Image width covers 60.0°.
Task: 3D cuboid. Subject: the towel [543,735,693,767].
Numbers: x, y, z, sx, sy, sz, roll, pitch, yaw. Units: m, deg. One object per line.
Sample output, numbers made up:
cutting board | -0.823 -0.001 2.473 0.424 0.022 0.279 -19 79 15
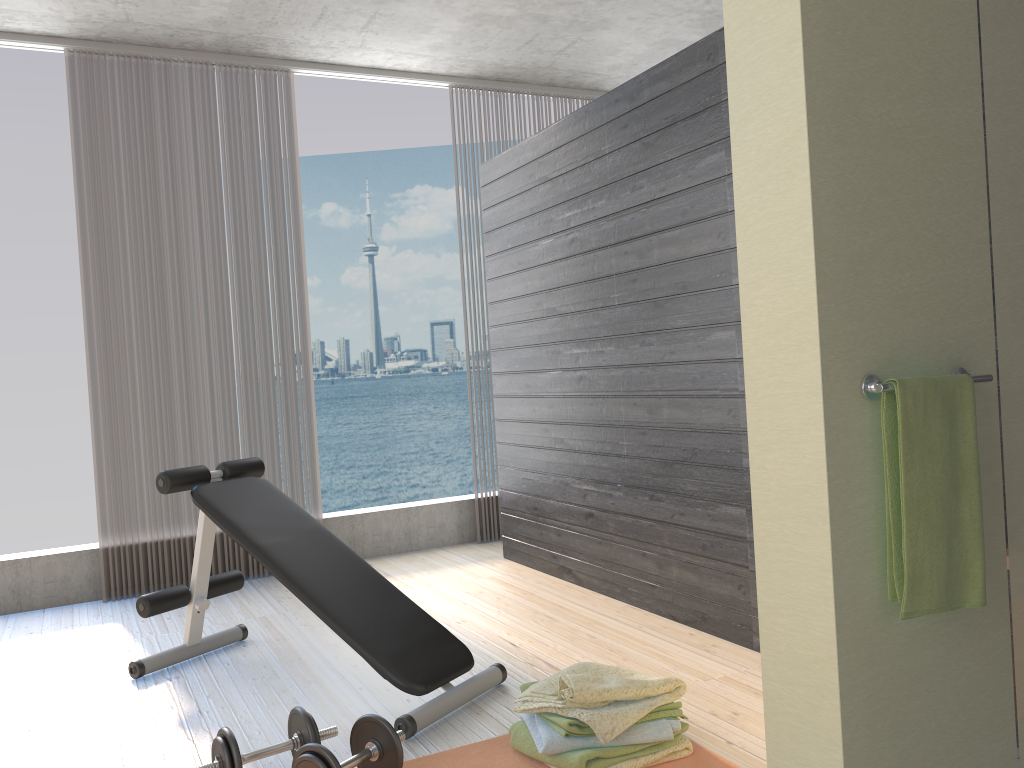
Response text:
towel | 0.247 0.949 2.365 0.376 0.044 0.371 -4 1 -28

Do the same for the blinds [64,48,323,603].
blinds | -1.613 -0.322 4.632 1.133 2.744 0.069 -4 1 -26

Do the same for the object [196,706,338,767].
object | -0.629 0.944 2.276 0.385 0.176 0.176 -4 1 -35

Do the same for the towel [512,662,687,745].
towel | 0.230 0.811 2.378 0.384 0.123 0.373 -4 1 -43

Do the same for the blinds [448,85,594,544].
blinds | 0.204 -0.450 5.538 1.133 2.744 0.069 -4 1 -26

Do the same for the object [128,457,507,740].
object | -0.719 0.646 3.037 1.312 0.746 0.505 -3 1 33

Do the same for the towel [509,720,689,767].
towel | 0.225 0.928 2.363 0.380 0.081 0.367 -4 1 -29

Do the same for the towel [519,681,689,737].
towel | 0.245 0.864 2.405 0.376 0.085 0.371 -4 1 -22

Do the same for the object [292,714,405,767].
object | -0.396 0.922 2.148 0.176 0.176 0.385 -3 1 35

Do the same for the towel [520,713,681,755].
towel | 0.229 0.902 2.386 0.383 0.078 0.383 -4 1 -10

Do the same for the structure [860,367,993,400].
structure | 0.769 -0.002 1.640 0.298 0.046 0.052 -4 1 -26

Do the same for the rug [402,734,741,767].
rug | -0.744 1.044 1.729 2.779 0.002 0.716 -4 1 -26

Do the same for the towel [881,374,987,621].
towel | 0.772 0.200 1.615 0.214 0.433 0.070 -4 1 -31
